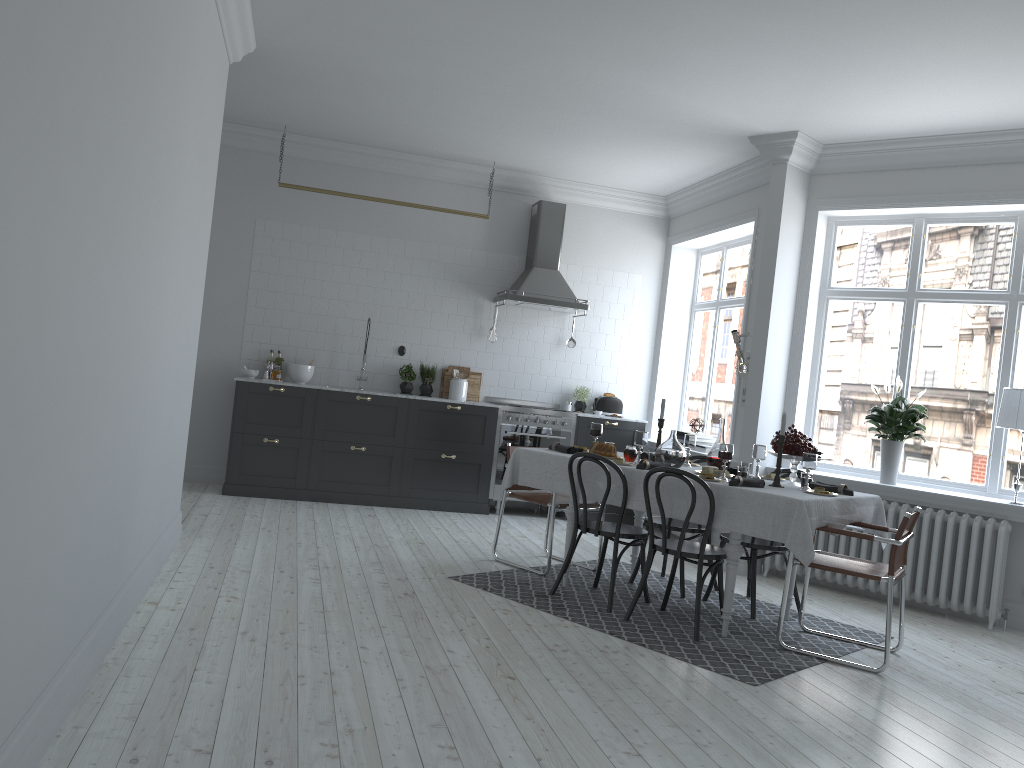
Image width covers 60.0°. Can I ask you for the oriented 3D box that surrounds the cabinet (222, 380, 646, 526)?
[{"bbox_3d":[-0.678,0.669,8.521,3.897,1.012,0.646,6,0,-14],"label":"cabinet"}]

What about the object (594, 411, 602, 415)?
[{"bbox_3d":[0.852,0.287,8.722,0.072,0.040,0.070,6,0,-22],"label":"object"}]

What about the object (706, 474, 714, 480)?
[{"bbox_3d":[1.124,0.529,5.025,0.036,0.039,0.051,6,0,26],"label":"object"}]

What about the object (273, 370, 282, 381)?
[{"bbox_3d":[-2.181,-0.080,8.245,0.078,0.101,0.078,6,0,15],"label":"object"}]

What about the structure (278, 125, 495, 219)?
[{"bbox_3d":[-1.146,-1.962,8.269,1.988,0.556,0.053,6,0,-14],"label":"structure"}]

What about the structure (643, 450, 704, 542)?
[{"bbox_3d":[1.452,1.062,8.381,0.245,0.753,1.673,6,0,-14],"label":"structure"}]

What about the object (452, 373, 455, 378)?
[{"bbox_3d":[-0.539,0.026,8.713,0.118,0.250,0.033,6,0,-14],"label":"object"}]

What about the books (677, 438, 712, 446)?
[{"bbox_3d":[1.698,0.546,8.379,0.259,0.031,0.328,6,0,-16],"label":"books"}]

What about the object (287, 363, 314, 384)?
[{"bbox_3d":[-1.995,-0.095,8.348,0.247,0.175,0.247,6,0,0],"label":"object"}]

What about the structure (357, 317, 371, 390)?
[{"bbox_3d":[-1.384,-0.286,8.409,0.100,0.692,0.266,6,0,-14],"label":"structure"}]

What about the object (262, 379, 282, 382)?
[{"bbox_3d":[-2.242,-0.038,8.302,0.180,0.008,0.272,6,0,-14],"label":"object"}]

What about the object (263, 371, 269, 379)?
[{"bbox_3d":[-2.276,-0.082,8.211,0.046,0.084,0.046,6,0,-27],"label":"object"}]

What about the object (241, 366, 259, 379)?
[{"bbox_3d":[-2.422,-0.109,8.204,0.159,0.110,0.172,6,0,-19],"label":"object"}]

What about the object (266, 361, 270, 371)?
[{"bbox_3d":[-2.286,-0.127,8.313,0.059,0.172,0.059,6,0,18],"label":"object"}]

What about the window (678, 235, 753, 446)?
[{"bbox_3d":[2.080,-0.376,8.515,0.061,2.080,1.716,6,0,-14],"label":"window"}]

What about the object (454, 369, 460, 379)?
[{"bbox_3d":[-0.524,0.007,8.687,0.064,0.290,0.141,6,0,-40],"label":"object"}]

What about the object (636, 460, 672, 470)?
[{"bbox_3d":[0.857,0.488,5.309,0.165,0.061,0.247,6,0,26],"label":"object"}]

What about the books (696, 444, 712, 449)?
[{"bbox_3d":[1.800,0.572,8.013,0.274,0.016,0.341,6,0,-12],"label":"books"}]

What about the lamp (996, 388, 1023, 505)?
[{"bbox_3d":[3.353,0.703,5.888,0.335,1.331,0.335,6,0,-26],"label":"lamp"}]

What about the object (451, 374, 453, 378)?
[{"bbox_3d":[-0.551,0.024,8.665,0.117,0.251,0.061,6,0,16],"label":"object"}]

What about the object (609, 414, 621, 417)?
[{"bbox_3d":[1.024,0.312,8.842,0.119,0.031,0.074,6,0,19],"label":"object"}]

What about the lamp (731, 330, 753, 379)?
[{"bbox_3d":[1.834,0.059,7.056,0.131,0.977,0.312,6,0,-39],"label":"lamp"}]

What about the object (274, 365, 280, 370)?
[{"bbox_3d":[-2.225,-0.105,8.340,0.077,0.141,0.044,6,0,-14],"label":"object"}]

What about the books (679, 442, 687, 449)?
[{"bbox_3d":[1.705,0.584,8.370,0.259,0.044,0.351,6,0,-12],"label":"books"}]

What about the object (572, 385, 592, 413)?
[{"bbox_3d":[0.708,0.151,9.037,0.210,0.283,0.220,6,0,-1],"label":"object"}]

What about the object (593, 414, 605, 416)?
[{"bbox_3d":[0.850,0.307,8.722,0.126,0.008,0.126,6,0,13],"label":"object"}]

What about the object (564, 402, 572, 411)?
[{"bbox_3d":[0.572,0.231,9.021,0.072,0.095,0.072,7,0,32],"label":"object"}]

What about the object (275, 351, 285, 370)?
[{"bbox_3d":[-2.203,-0.173,8.395,0.089,0.282,0.082,6,0,-14],"label":"object"}]

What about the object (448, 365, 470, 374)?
[{"bbox_3d":[-0.537,-0.010,8.815,0.220,0.330,0.041,6,0,-14],"label":"object"}]

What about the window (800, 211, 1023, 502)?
[{"bbox_3d":[3.254,-0.237,6.505,2.079,2.080,0.061,7,0,39],"label":"window"}]

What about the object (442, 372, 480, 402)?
[{"bbox_3d":[-0.503,0.028,8.800,0.360,0.261,0.053,6,0,-14],"label":"object"}]

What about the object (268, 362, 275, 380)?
[{"bbox_3d":[-2.244,-0.123,8.263,0.059,0.172,0.059,6,0,18],"label":"object"}]

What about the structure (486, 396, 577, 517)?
[{"bbox_3d":[0.132,0.717,8.717,0.779,1.096,0.651,6,0,-14],"label":"structure"}]

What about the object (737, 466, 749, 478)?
[{"bbox_3d":[1.323,0.523,5.091,0.066,0.094,0.066,6,0,-25],"label":"object"}]

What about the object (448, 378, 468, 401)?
[{"bbox_3d":[-0.525,0.053,8.678,0.174,0.208,0.174,6,0,-18],"label":"object"}]

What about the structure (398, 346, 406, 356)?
[{"bbox_3d":[-1.079,-0.326,8.708,0.079,0.103,0.032,6,0,-14],"label":"structure"}]

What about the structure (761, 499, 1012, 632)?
[{"bbox_3d":[2.633,1.202,6.363,1.710,0.753,0.245,7,0,39],"label":"structure"}]

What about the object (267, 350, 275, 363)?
[{"bbox_3d":[-2.283,-0.182,8.380,0.066,0.282,0.066,6,0,-19],"label":"object"}]

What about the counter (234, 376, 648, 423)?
[{"bbox_3d":[-0.624,0.156,8.529,3.902,0.020,0.624,6,0,-14],"label":"counter"}]

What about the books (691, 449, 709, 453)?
[{"bbox_3d":[1.786,0.607,8.008,0.254,0.019,0.343,6,0,-14],"label":"books"}]

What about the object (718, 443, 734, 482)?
[{"bbox_3d":[1.228,0.453,5.119,0.083,0.215,0.083,6,0,-9],"label":"object"}]

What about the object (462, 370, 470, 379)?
[{"bbox_3d":[-0.496,0.009,8.723,0.131,0.296,0.056,6,0,-34],"label":"object"}]

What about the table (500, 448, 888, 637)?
[{"bbox_3d":[1.052,0.957,5.564,2.179,0.842,1.210,7,0,43],"label":"table"}]

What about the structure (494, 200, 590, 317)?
[{"bbox_3d":[0.344,-1.253,8.747,0.843,1.079,0.567,6,0,-14],"label":"structure"}]

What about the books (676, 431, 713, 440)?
[{"bbox_3d":[1.712,0.482,8.381,0.259,0.038,0.325,6,0,-12],"label":"books"}]

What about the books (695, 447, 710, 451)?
[{"bbox_3d":[1.788,0.589,8.014,0.254,0.019,0.337,6,0,-16],"label":"books"}]

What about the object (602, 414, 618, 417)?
[{"bbox_3d":[0.991,0.315,8.797,0.209,0.008,0.018,6,0,21],"label":"object"}]

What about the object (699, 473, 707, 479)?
[{"bbox_3d":[1.090,0.525,5.048,0.057,0.037,0.021,6,0,-33],"label":"object"}]

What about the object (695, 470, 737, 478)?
[{"bbox_3d":[1.237,0.552,5.393,0.251,0.018,0.251,6,0,-14],"label":"object"}]

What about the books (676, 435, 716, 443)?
[{"bbox_3d":[1.715,0.517,8.370,0.287,0.031,0.351,6,0,-14],"label":"books"}]

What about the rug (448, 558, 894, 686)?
[{"bbox_3d":[0.939,1.360,5.459,2.166,0.021,1.701,7,0,44],"label":"rug"}]

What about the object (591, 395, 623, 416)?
[{"bbox_3d":[0.977,0.219,9.106,0.326,0.207,0.219,6,0,-9],"label":"object"}]

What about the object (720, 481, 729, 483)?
[{"bbox_3d":[1.213,0.552,5.000,0.031,0.012,0.131,7,0,44],"label":"object"}]

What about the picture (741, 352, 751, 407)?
[{"bbox_3d":[1.986,-0.036,7.307,0.003,0.457,0.311,6,0,-14],"label":"picture"}]

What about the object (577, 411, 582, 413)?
[{"bbox_3d":[0.658,0.279,8.951,0.091,0.018,0.062,6,0,-16],"label":"object"}]

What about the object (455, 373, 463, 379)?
[{"bbox_3d":[-0.552,0.019,8.641,0.054,0.262,0.149,6,0,-39],"label":"object"}]

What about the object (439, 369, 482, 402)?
[{"bbox_3d":[-0.511,0.013,8.855,0.400,0.290,0.030,6,0,-14],"label":"object"}]

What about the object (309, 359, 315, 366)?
[{"bbox_3d":[-1.939,-0.128,8.390,0.042,0.232,0.209,7,0,27],"label":"object"}]

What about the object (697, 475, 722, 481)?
[{"bbox_3d":[1.102,0.539,5.047,0.182,0.013,0.182,6,0,1],"label":"object"}]

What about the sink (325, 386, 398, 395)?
[{"bbox_3d":[-1.420,0.159,8.290,0.669,0.203,0.384,6,0,-14],"label":"sink"}]
